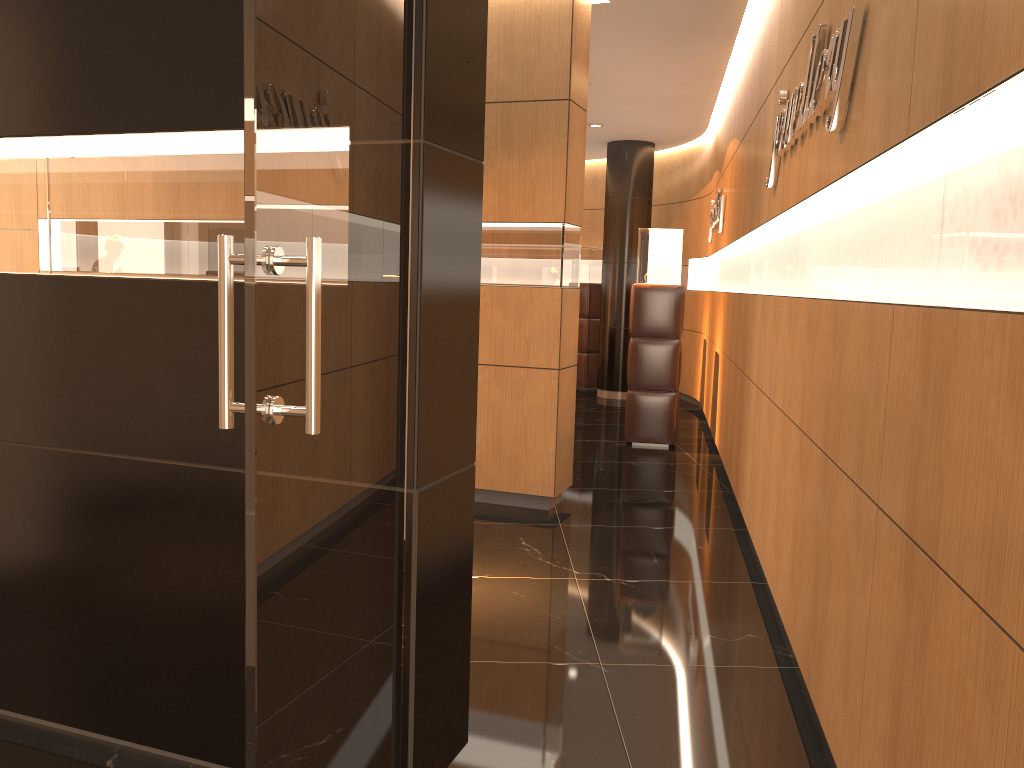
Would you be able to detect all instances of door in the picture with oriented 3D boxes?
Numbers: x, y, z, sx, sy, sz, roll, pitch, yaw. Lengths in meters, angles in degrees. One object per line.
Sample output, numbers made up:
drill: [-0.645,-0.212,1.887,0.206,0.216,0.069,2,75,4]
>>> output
door: [-0.419,-0.298,0.979,0.098,3.285,2.473,3,7,9]

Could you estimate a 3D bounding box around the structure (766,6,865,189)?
structure: [1.202,-1.138,3.669,0.034,0.442,2.050,3,7,9]

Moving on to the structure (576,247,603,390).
structure: [1.094,-0.937,12.656,0.484,2.000,0.498,-3,8,-36]

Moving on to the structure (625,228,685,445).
structure: [1.347,-0.448,8.305,0.498,1.968,0.484,3,7,9]

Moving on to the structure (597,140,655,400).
structure: [1.496,-1.535,11.699,0.613,3.430,0.613,3,7,13]

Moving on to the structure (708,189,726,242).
structure: [2.089,-1.728,9.080,0.034,0.442,2.050,3,7,9]

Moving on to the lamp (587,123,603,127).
lamp: [0.959,-3.007,10.213,0.176,0.068,0.176,2,7,3]
